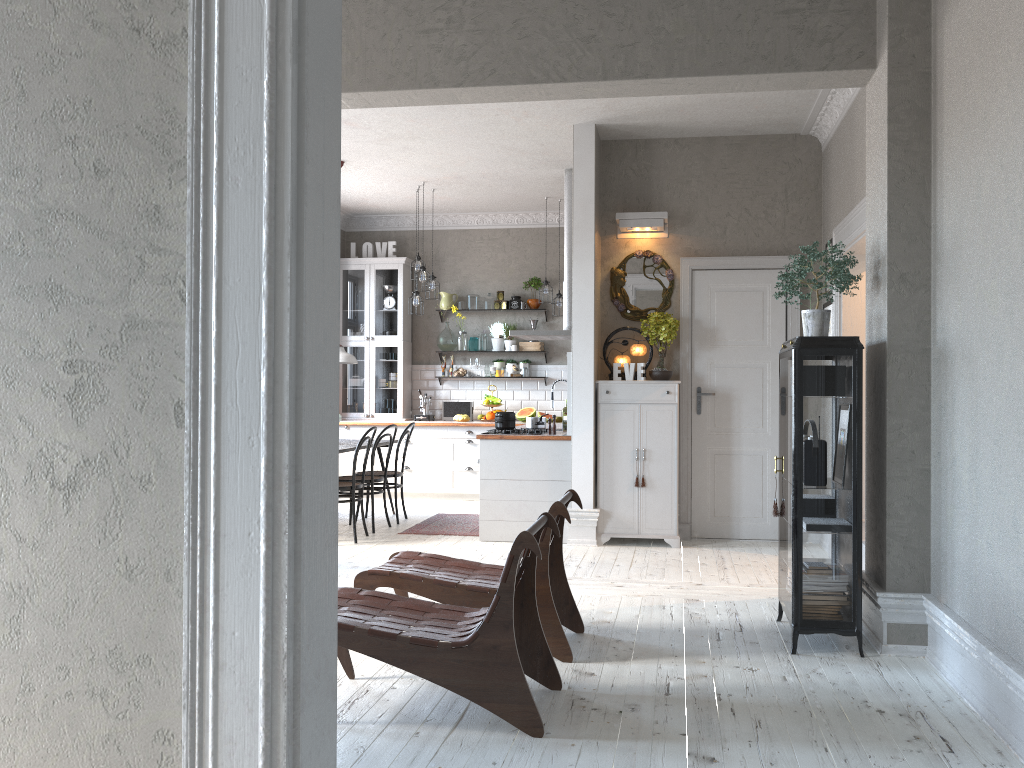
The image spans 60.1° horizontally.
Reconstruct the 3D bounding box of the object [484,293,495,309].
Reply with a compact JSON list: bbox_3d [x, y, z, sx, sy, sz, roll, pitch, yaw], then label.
[{"bbox_3d":[-0.267,-0.972,10.522,0.142,0.220,0.137,1,-1,-31],"label":"object"}]

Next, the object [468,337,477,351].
[{"bbox_3d":[-0.452,-0.467,10.497,0.125,0.172,0.127,0,-1,13],"label":"object"}]

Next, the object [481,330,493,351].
[{"bbox_3d":[-0.296,-0.511,10.537,0.130,0.264,0.133,0,-1,15],"label":"object"}]

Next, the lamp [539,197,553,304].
[{"bbox_3d":[0.369,-1.734,9.557,0.143,1.735,0.150,0,-1,41],"label":"lamp"}]

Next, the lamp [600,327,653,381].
[{"bbox_3d":[0.937,-0.187,7.183,0.444,0.558,0.174,0,-1,16],"label":"lamp"}]

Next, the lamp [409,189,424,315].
[{"bbox_3d":[-0.994,-1.588,9.230,0.149,1.735,0.144,1,-1,-24],"label":"lamp"}]

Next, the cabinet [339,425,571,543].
[{"bbox_3d":[-0.296,0.849,8.959,2.028,0.854,4.111,1,-1,-34],"label":"cabinet"}]

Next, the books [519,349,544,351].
[{"bbox_3d":[0.231,-0.397,10.373,0.258,0.011,0.159,0,0,15],"label":"books"}]

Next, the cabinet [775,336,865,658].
[{"bbox_3d":[1.498,0.518,4.358,0.346,1.471,0.622,0,0,10],"label":"cabinet"}]

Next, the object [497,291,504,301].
[{"bbox_3d":[-0.136,-1.032,10.388,0.083,0.113,0.082,0,0,-11],"label":"object"}]

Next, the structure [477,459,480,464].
[{"bbox_3d":[0.068,0.759,7.433,0.614,0.623,0.626,0,0,9],"label":"structure"}]

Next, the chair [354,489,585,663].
[{"bbox_3d":[-0.182,0.883,4.247,1.010,0.721,0.511,0,0,9],"label":"chair"}]

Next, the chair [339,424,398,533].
[{"bbox_3d":[-1.280,0.806,7.688,0.543,0.920,0.443,0,-1,17],"label":"chair"}]

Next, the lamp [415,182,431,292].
[{"bbox_3d":[-0.891,-1.800,8.894,0.149,1.735,0.144,1,-1,-34],"label":"lamp"}]

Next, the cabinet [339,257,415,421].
[{"bbox_3d":[-1.624,-0.508,10.498,0.874,1.921,0.390,0,0,9],"label":"cabinet"}]

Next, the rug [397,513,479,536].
[{"bbox_3d":[-0.489,1.262,8.009,0.731,0.014,1.297,0,0,10],"label":"rug"}]

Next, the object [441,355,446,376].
[{"bbox_3d":[-0.811,-0.216,10.529,0.054,0.264,0.060,0,-1,-19],"label":"object"}]

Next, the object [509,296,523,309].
[{"bbox_3d":[0.048,-0.950,10.419,0.141,0.174,0.143,0,0,9],"label":"object"}]

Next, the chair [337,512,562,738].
[{"bbox_3d":[-0.341,0.875,3.399,1.010,0.721,0.511,0,0,9],"label":"chair"}]

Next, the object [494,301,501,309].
[{"bbox_3d":[-0.168,-0.920,10.404,0.082,0.113,0.083,0,0,9],"label":"object"}]

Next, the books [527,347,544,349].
[{"bbox_3d":[0.231,-0.419,10.374,0.258,0.016,0.160,0,-1,18],"label":"books"}]

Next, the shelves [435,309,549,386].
[{"bbox_3d":[-0.233,-0.410,10.435,1.308,0.923,0.230,0,0,8],"label":"shelves"}]

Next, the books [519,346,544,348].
[{"bbox_3d":[0.231,-0.429,10.374,0.258,0.011,0.159,0,0,15],"label":"books"}]

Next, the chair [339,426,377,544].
[{"bbox_3d":[-1.375,0.801,7.159,0.547,0.920,0.440,0,0,7],"label":"chair"}]

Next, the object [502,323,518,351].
[{"bbox_3d":[-0.025,-0.570,10.383,0.187,0.380,0.166,1,-1,-30],"label":"object"}]

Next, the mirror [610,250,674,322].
[{"bbox_3d":[1.070,-0.814,7.300,0.529,0.593,0.071,0,0,8],"label":"mirror"}]

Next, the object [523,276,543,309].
[{"bbox_3d":[0.269,-1.061,10.341,0.256,0.397,0.246,0,-1,34],"label":"object"}]

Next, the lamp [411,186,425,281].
[{"bbox_3d":[-0.955,-1.929,9.066,0.147,1.735,0.146,0,0,-4],"label":"lamp"}]

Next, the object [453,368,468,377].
[{"bbox_3d":[-0.613,-0.140,10.459,0.178,0.111,0.095,0,-1,-14],"label":"object"}]

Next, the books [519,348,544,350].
[{"bbox_3d":[0.231,-0.408,10.373,0.257,0.016,0.160,0,-1,21],"label":"books"}]

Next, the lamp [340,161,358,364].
[{"bbox_3d":[-1.599,-1.115,8.124,0.375,1.858,0.384,0,-1,17],"label":"lamp"}]

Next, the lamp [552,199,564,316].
[{"bbox_3d":[0.519,-1.610,9.670,0.149,1.735,0.145,0,-1,-19],"label":"lamp"}]

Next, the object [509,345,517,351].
[{"bbox_3d":[0.027,-0.417,10.310,0.104,0.071,0.064,0,-1,39],"label":"object"}]

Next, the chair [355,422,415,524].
[{"bbox_3d":[-1.172,0.810,8.164,0.547,0.920,0.440,0,0,7],"label":"chair"}]

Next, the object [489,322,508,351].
[{"bbox_3d":[-0.146,-0.558,10.454,0.240,0.354,0.238,0,-1,27],"label":"object"}]

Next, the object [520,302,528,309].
[{"bbox_3d":[0.139,-0.911,10.306,0.093,0.096,0.075,0,0,10],"label":"object"}]

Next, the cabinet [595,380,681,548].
[{"bbox_3d":[1.009,0.623,7.066,0.662,1.297,0.386,0,0,9],"label":"cabinet"}]

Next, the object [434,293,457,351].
[{"bbox_3d":[-0.780,-0.723,10.446,0.339,0.674,0.333,1,-1,-22],"label":"object"}]

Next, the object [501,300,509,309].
[{"bbox_3d":[-0.083,-0.920,10.387,0.081,0.113,0.084,0,-1,19],"label":"object"}]

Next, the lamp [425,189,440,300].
[{"bbox_3d":[-0.822,-1.746,9.202,0.147,1.735,0.146,0,0,-4],"label":"lamp"}]

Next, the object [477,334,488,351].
[{"bbox_3d":[-0.347,-0.484,10.391,0.122,0.206,0.127,0,-1,32],"label":"object"}]

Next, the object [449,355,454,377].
[{"bbox_3d":[-0.710,-0.215,10.499,0.063,0.264,0.052,1,-1,-44],"label":"object"}]

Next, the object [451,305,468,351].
[{"bbox_3d":[-0.617,-0.655,10.377,0.191,0.540,0.281,0,0,2],"label":"object"}]

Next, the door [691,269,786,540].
[{"bbox_3d":[1.838,0.164,7.183,0.747,2.183,0.080,0,0,8],"label":"door"}]

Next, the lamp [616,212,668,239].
[{"bbox_3d":[1.061,-1.294,7.224,0.413,0.171,0.221,0,0,9],"label":"lamp"}]

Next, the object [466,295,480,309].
[{"bbox_3d":[-0.461,-0.957,10.454,0.176,0.184,0.168,1,-1,-41],"label":"object"}]

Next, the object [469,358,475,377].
[{"bbox_3d":[-0.472,-0.194,10.480,0.082,0.217,0.081,0,0,-5],"label":"object"}]

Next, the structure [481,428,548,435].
[{"bbox_3d":[0.045,0.394,7.445,0.493,0.031,0.609,0,0,10],"label":"structure"}]

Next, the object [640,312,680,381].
[{"bbox_3d":[1.198,-0.301,7.065,0.291,0.553,0.348,0,-1,44],"label":"object"}]

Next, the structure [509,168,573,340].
[{"bbox_3d":[0.394,-1.235,8.472,0.708,1.596,0.716,0,0,9],"label":"structure"}]
